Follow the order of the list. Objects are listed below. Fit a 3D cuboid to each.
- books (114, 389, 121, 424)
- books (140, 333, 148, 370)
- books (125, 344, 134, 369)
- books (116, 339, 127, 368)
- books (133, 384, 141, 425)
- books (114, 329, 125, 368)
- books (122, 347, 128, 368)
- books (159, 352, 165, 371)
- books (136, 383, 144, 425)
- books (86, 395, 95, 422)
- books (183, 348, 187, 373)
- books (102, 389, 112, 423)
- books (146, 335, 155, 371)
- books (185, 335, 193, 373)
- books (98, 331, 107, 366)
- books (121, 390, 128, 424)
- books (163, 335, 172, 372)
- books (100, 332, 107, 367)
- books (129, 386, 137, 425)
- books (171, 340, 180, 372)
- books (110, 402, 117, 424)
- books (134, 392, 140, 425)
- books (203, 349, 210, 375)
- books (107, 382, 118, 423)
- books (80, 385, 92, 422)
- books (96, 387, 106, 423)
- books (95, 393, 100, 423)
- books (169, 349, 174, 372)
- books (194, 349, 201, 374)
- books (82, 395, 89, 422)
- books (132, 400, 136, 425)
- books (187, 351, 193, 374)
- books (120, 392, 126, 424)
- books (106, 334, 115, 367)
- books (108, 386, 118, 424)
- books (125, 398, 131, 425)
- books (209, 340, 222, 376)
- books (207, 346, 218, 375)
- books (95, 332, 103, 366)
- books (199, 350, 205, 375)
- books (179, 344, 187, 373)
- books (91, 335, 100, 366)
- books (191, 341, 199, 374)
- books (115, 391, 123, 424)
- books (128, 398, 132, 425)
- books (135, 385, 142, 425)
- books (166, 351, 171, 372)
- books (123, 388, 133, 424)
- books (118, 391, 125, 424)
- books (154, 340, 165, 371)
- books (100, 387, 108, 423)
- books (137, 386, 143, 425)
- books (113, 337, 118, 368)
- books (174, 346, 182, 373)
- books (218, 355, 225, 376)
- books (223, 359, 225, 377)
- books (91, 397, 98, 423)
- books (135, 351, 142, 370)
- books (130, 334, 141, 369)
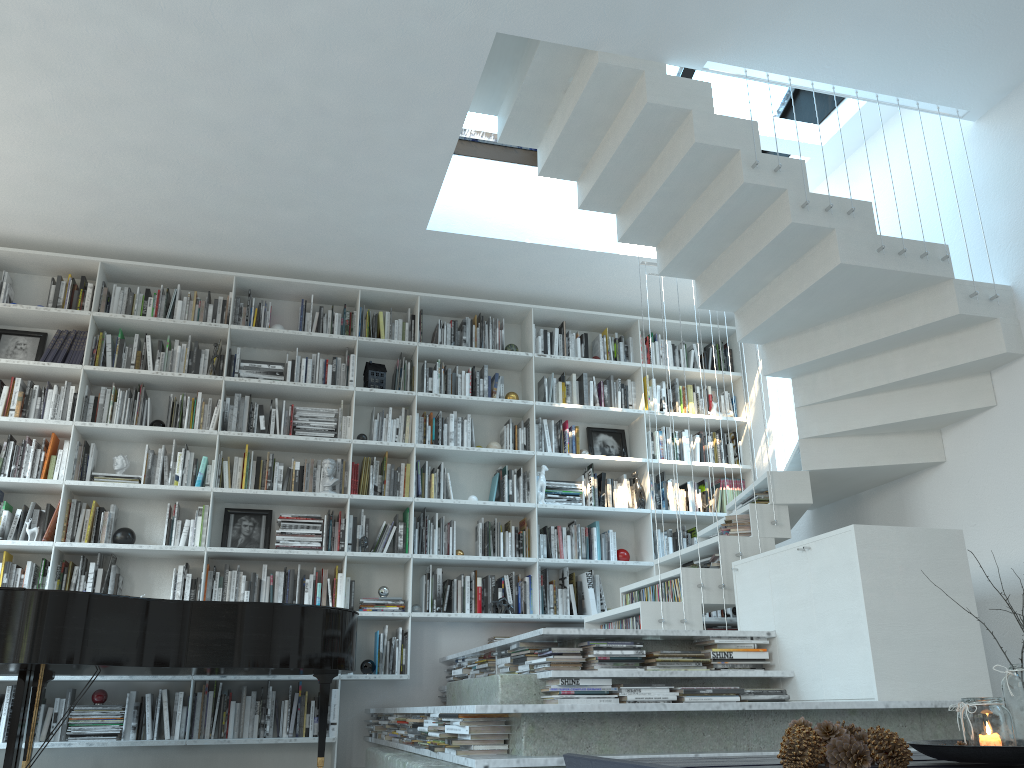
[{"bbox_3d":[-2.513,0.184,5.667,0.009,0.262,0.190,5,-20,-15],"label":"books"},{"bbox_3d":[-2.428,-0.164,5.857,0.013,0.314,0.135,5,-20,-15],"label":"books"},{"bbox_3d":[-2.498,-0.131,5.806,0.029,0.218,0.158,5,-20,-15],"label":"books"},{"bbox_3d":[-2.548,-0.148,5.790,0.031,0.241,0.182,5,-20,-15],"label":"books"},{"bbox_3d":[-2.421,0.174,5.727,0.004,0.319,0.153,5,-20,-15],"label":"books"},{"bbox_3d":[-2.568,-0.185,5.795,0.012,0.313,0.172,5,-20,-15],"label":"books"},{"bbox_3d":[-2.525,-0.123,5.802,0.024,0.200,0.154,5,-20,-15],"label":"books"},{"bbox_3d":[-2.305,-0.096,5.850,0.028,0.179,0.168,5,-21,-15],"label":"books"},{"bbox_3d":[-2.403,0.172,5.736,0.005,0.329,0.162,5,-20,-15],"label":"books"},{"bbox_3d":[-2.682,0.202,5.655,0.029,0.224,0.137,5,-20,-15],"label":"books"},{"bbox_3d":[-2.169,-0.107,5.897,0.013,0.230,0.142,5,-20,-15],"label":"books"},{"bbox_3d":[-2.580,0.184,5.665,0.024,0.261,0.178,5,-20,-15],"label":"books"},{"bbox_3d":[-2.378,-0.155,5.840,0.075,0.284,0.179,5,-20,-15],"label":"books"},{"bbox_3d":[-2.155,-0.149,5.905,0.011,0.312,0.184,5,-20,-15],"label":"books"},{"bbox_3d":[-2.674,-0.180,5.798,0.014,0.307,0.130,5,-20,-15],"label":"books"},{"bbox_3d":[-2.476,0.191,5.686,0.009,0.260,0.181,5,-20,-15],"label":"books"},{"bbox_3d":[-2.286,-0.155,5.877,0.012,0.306,0.145,5,-20,-15],"label":"books"},{"bbox_3d":[-2.656,-0.176,5.777,0.010,0.286,0.149,5,-20,-15],"label":"books"},{"bbox_3d":[-2.435,0.182,5.705,0.011,0.290,0.177,5,-20,-15],"label":"books"},{"bbox_3d":[-2.238,-0.136,5.898,0.026,0.285,0.138,5,-20,-15],"label":"books"},{"bbox_3d":[-2.537,0.227,5.672,0.029,0.186,0.149,5,-21,-15],"label":"books"},{"bbox_3d":[-2.412,0.200,5.712,0.010,0.261,0.158,5,-20,-15],"label":"books"},{"bbox_3d":[-2.050,-0.096,5.941,0.025,0.236,0.153,5,-20,-15],"label":"books"},{"bbox_3d":[-2.567,0.164,5.690,0.011,0.316,0.155,5,-20,-15],"label":"books"},{"bbox_3d":[-2.714,0.168,5.650,0.012,0.284,0.160,5,-20,-15],"label":"books"},{"bbox_3d":[-2.616,0.174,5.661,0.026,0.278,0.151,5,-20,-15],"label":"books"},{"bbox_3d":[-2.635,0.194,5.656,0.012,0.239,0.134,5,-20,-15],"label":"books"},{"bbox_3d":[-2.252,-0.105,5.868,0.010,0.207,0.174,5,-21,-15],"label":"books"},{"bbox_3d":[-2.092,-0.097,5.908,0.030,0.217,0.183,5,-21,-15],"label":"books"},{"bbox_3d":[-2.696,0.200,5.625,0.015,0.207,0.187,5,-21,-15],"label":"books"},{"bbox_3d":[-2.431,0.226,5.719,0.012,0.216,0.133,5,-20,-15],"label":"books"},{"bbox_3d":[-2.143,-0.093,5.912,0.024,0.212,0.150,5,-20,-15],"label":"books"},{"bbox_3d":[-2.489,0.198,5.697,0.011,0.255,0.152,5,-20,-15],"label":"books"},{"bbox_3d":[-2.620,-0.165,5.791,0.067,0.273,0.168,5,-20,-15],"label":"books"},{"bbox_3d":[-2.551,0.174,5.668,0.010,0.282,0.184,5,-20,-15],"label":"books"},{"bbox_3d":[-2.455,0.217,5.681,0.011,0.208,0.181,5,-21,-15],"label":"books"},{"bbox_3d":[-1.992,-0.129,5.948,0.058,0.301,0.175,5,-20,-15],"label":"books"},{"bbox_3d":[-2.006,-0.112,5.938,0.055,0.263,0.167,5,-20,-15],"label":"books"},{"bbox_3d":[-2.681,-0.176,5.772,0.013,0.282,0.159,5,-20,-15],"label":"books"},{"bbox_3d":[-2.068,-0.096,5.919,0.022,0.222,0.161,5,-20,-15],"label":"books"},{"bbox_3d":[-2.190,-0.122,5.901,0.028,0.260,0.136,5,-20,-15],"label":"books"},{"bbox_3d":[-2.694,-0.169,5.750,0.023,0.255,0.175,5,-20,-15],"label":"books"},{"bbox_3d":[-2.122,-0.127,5.932,0.022,0.289,0.147,5,-20,-15],"label":"books"},{"bbox_3d":[-2.504,0.191,5.669,0.012,0.250,0.184,5,-20,-15],"label":"books"},{"bbox_3d":[-2.451,0.218,5.709,0.011,0.225,0.130,5,-20,-15],"label":"books"},{"bbox_3d":[-2.408,0.179,5.735,0.005,0.315,0.157,5,-20,-15],"label":"books"},{"bbox_3d":[-2.275,-0.100,5.889,0.024,0.211,0.128,5,-20,-15],"label":"books"},{"bbox_3d":[-2.468,0.186,5.697,0.011,0.278,0.170,5,-20,-15],"label":"books"},{"bbox_3d":[-2.499,0.195,5.696,0.010,0.260,0.170,5,-20,-15],"label":"books"},{"bbox_3d":[-2.333,-0.136,5.864,0.027,0.264,0.169,5,-20,-15],"label":"books"},{"bbox_3d":[-2.597,0.176,5.662,0.012,0.275,0.157,5,-20,-15],"label":"books"},{"bbox_3d":[-2.397,0.184,5.732,0.005,0.304,0.163,5,-20,-15],"label":"books"},{"bbox_3d":[-2.581,-0.157,5.791,0.011,0.259,0.158,5,-20,-15],"label":"books"},{"bbox_3d":[-2.209,-0.114,5.872,0.021,0.225,0.192,5,-21,-15],"label":"books"},{"bbox_3d":[-1.956,-0.074,5.966,0.028,0.211,0.135,5,-20,-15],"label":"books"},{"bbox_3d":[-1.936,-0.062,5.976,0.019,0.193,0.098,5,-20,-15],"label":"books"},{"bbox_3d":[-2.656,0.206,5.660,0.024,0.218,0.140,5,-20,-15],"label":"books"},{"bbox_3d":[-2.448,-0.105,5.822,0.034,0.180,0.160,5,-21,-15],"label":"books"},{"bbox_3d":[-2.473,-0.164,5.824,0.023,0.292,0.156,5,-20,-15],"label":"books"}]
